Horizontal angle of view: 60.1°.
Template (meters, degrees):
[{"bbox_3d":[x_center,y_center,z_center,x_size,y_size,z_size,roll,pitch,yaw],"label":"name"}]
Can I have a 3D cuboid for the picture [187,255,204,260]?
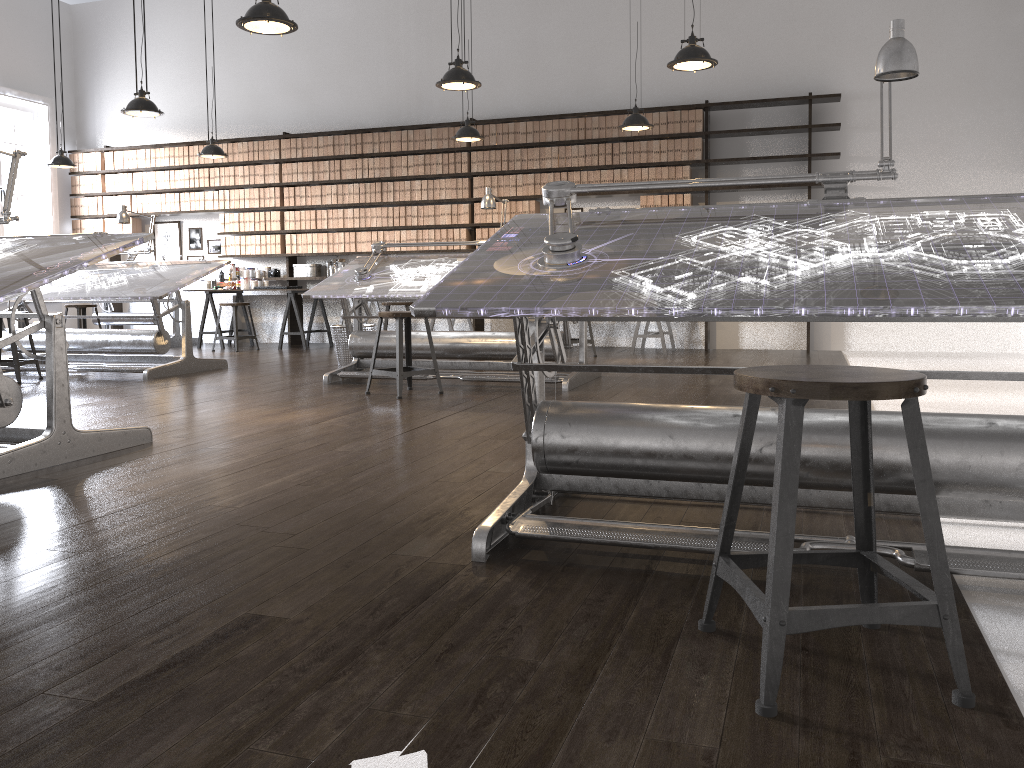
[{"bbox_3d":[-3.931,-1.507,11.009,0.251,0.183,0.023,1,4,18],"label":"picture"}]

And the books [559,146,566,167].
[{"bbox_3d":[0.546,-2.366,9.284,0.067,0.225,0.175,1,5,18],"label":"books"}]

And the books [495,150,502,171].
[{"bbox_3d":[-0.120,-2.384,9.507,0.067,0.225,0.175,1,5,18],"label":"books"}]

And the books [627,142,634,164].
[{"bbox_3d":[1.224,-2.349,9.059,0.067,0.225,0.175,1,5,18],"label":"books"}]

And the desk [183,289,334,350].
[{"bbox_3d":[-2.832,-0.747,10.110,1.668,0.667,0.658,1,5,18],"label":"desk"}]

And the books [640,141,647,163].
[{"bbox_3d":[1.353,-2.345,9.010,0.067,0.225,0.175,1,5,18],"label":"books"}]

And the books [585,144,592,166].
[{"bbox_3d":[0.814,-2.359,9.189,0.067,0.225,0.175,1,5,18],"label":"books"}]

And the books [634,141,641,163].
[{"bbox_3d":[1.291,-2.347,9.037,0.067,0.225,0.175,1,5,18],"label":"books"}]

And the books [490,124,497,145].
[{"bbox_3d":[-0.176,-2.660,9.503,0.067,0.225,0.175,1,5,18],"label":"books"}]

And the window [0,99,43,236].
[{"bbox_3d":[-6.049,-2.207,10.432,0.153,2.302,1.249,0,4,18],"label":"window"}]

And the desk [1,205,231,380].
[{"bbox_3d":[-3.503,-0.800,7.392,2.280,1.382,1.080,1,5,18],"label":"desk"}]

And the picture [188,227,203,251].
[{"bbox_3d":[-3.924,-1.799,10.990,0.201,0.283,0.022,1,4,18],"label":"picture"}]

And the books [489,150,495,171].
[{"bbox_3d":[-0.182,-2.385,9.525,0.067,0.225,0.175,1,5,18],"label":"books"}]

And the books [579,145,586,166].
[{"bbox_3d":[0.745,-2.361,9.212,0.067,0.225,0.175,1,5,18],"label":"books"}]

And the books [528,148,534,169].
[{"bbox_3d":[0.224,-2.375,9.392,0.067,0.225,0.175,1,5,18],"label":"books"}]

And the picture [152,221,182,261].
[{"bbox_3d":[-4.323,-1.751,11.115,0.415,0.573,0.040,1,4,18],"label":"picture"}]

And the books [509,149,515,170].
[{"bbox_3d":[0.022,-2.380,9.460,0.067,0.225,0.175,1,5,18],"label":"books"}]

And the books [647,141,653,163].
[{"bbox_3d":[1.418,-2.344,8.993,0.067,0.225,0.175,1,5,18],"label":"books"}]

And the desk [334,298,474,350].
[{"bbox_3d":[-1.158,-0.704,9.553,1.668,0.667,0.658,1,5,18],"label":"desk"}]

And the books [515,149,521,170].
[{"bbox_3d":[0.088,-2.378,9.433,0.067,0.225,0.175,1,5,18],"label":"books"}]

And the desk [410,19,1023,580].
[{"bbox_3d":[0.893,-0.288,2.355,2.069,1.382,1.080,1,5,18],"label":"desk"}]

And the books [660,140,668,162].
[{"bbox_3d":[1.546,-2.340,8.947,0.067,0.225,0.175,1,5,18],"label":"books"}]

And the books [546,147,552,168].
[{"bbox_3d":[0.410,-2.370,9.327,0.067,0.225,0.175,1,5,18],"label":"books"}]

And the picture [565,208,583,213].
[{"bbox_3d":[0.662,-1.736,9.461,0.201,0.283,0.022,1,4,18],"label":"picture"}]

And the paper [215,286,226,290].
[{"bbox_3d":[-3.362,-1.107,10.217,0.155,0.038,0.138,0,6,4],"label":"paper"}]

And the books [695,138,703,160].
[{"bbox_3d":[1.868,-2.332,8.842,0.067,0.225,0.175,1,5,18],"label":"books"}]

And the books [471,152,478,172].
[{"bbox_3d":[-0.380,-2.390,9.590,0.067,0.225,0.175,1,5,18],"label":"books"}]

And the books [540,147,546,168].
[{"bbox_3d":[0.351,-2.371,9.348,0.067,0.225,0.175,1,5,18],"label":"books"}]

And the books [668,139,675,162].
[{"bbox_3d":[1.614,-2.339,8.929,0.067,0.225,0.175,1,5,18],"label":"books"}]

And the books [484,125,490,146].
[{"bbox_3d":[-0.242,-2.663,9.530,0.067,0.225,0.175,1,5,18],"label":"books"}]

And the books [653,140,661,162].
[{"bbox_3d":[1.478,-2.342,8.972,0.067,0.225,0.175,1,5,18],"label":"books"}]

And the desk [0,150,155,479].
[{"bbox_3d":[-2.572,-0.402,3.730,2.069,1.382,1.080,1,5,18],"label":"desk"}]

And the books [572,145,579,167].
[{"bbox_3d":[0.678,-2.363,9.238,0.067,0.225,0.175,1,5,18],"label":"books"}]

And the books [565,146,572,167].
[{"bbox_3d":[0.613,-2.365,9.264,0.067,0.225,0.175,1,5,18],"label":"books"}]

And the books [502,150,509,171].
[{"bbox_3d":[-0.051,-2.381,9.478,0.067,0.225,0.175,1,5,18],"label":"books"}]

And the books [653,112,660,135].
[{"bbox_3d":[1.472,-2.618,8.956,0.067,0.225,0.175,1,5,18],"label":"books"}]

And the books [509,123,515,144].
[{"bbox_3d":[0.022,-2.655,9.435,0.067,0.225,0.175,1,5,18],"label":"books"}]

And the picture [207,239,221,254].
[{"bbox_3d":[-3.641,-1.690,10.901,0.251,0.183,0.023,1,4,18],"label":"picture"}]

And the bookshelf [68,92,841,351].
[{"bbox_3d":[-1.190,-1.308,10.019,9.178,3.198,0.374,1,4,18],"label":"bookshelf"}]

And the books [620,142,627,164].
[{"bbox_3d":[1.156,-2.350,9.077,0.067,0.225,0.175,1,5,18],"label":"books"}]

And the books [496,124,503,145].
[{"bbox_3d":[-0.108,-2.659,9.485,0.067,0.225,0.175,1,5,18],"label":"books"}]

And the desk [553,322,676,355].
[{"bbox_3d":[0.874,-0.651,8.878,1.668,0.667,0.658,1,5,18],"label":"desk"}]

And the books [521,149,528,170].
[{"bbox_3d":[0.156,-2.377,9.414,0.067,0.225,0.175,1,5,18],"label":"books"}]

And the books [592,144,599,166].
[{"bbox_3d":[0.875,-2.358,9.173,0.067,0.225,0.175,1,5,18],"label":"books"}]

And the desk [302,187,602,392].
[{"bbox_3d":[-0.322,-0.718,6.334,2.069,1.382,1.080,1,5,18],"label":"desk"}]

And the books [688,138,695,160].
[{"bbox_3d":[1.809,-2.334,8.863,0.067,0.225,0.175,1,5,18],"label":"books"}]

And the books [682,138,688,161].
[{"bbox_3d":[1.744,-2.335,8.880,0.067,0.225,0.175,1,5,18],"label":"books"}]

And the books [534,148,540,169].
[{"bbox_3d":[0.286,-2.373,9.365,0.067,0.225,0.175,1,5,18],"label":"books"}]

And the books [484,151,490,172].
[{"bbox_3d":[-0.244,-2.386,9.541,0.067,0.225,0.175,1,5,18],"label":"books"}]

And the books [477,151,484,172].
[{"bbox_3d":[-0.312,-2.388,9.564,0.067,0.225,0.175,1,5,18],"label":"books"}]

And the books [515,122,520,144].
[{"bbox_3d":[0.087,-2.654,9.419,0.067,0.225,0.175,1,5,18],"label":"books"}]

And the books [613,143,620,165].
[{"bbox_3d":[1.090,-2.353,9.104,0.067,0.225,0.175,1,5,18],"label":"books"}]

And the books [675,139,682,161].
[{"bbox_3d":[1.680,-2.337,8.908,0.067,0.225,0.175,1,5,18],"label":"books"}]

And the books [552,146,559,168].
[{"bbox_3d":[0.478,-2.368,9.302,0.067,0.225,0.175,1,5,18],"label":"books"}]

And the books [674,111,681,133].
[{"bbox_3d":[1.669,-2.613,8.892,0.067,0.225,0.175,1,5,18],"label":"books"}]

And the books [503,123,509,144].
[{"bbox_3d":[-0.040,-2.657,9.462,0.067,0.225,0.175,1,5,18],"label":"books"}]

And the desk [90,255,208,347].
[{"bbox_3d":[-4.395,-1.001,10.584,1.269,1.094,1.075,1,5,18],"label":"desk"}]

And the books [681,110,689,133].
[{"bbox_3d":[1.740,-2.611,8.869,0.067,0.225,0.175,1,5,18],"label":"books"}]
